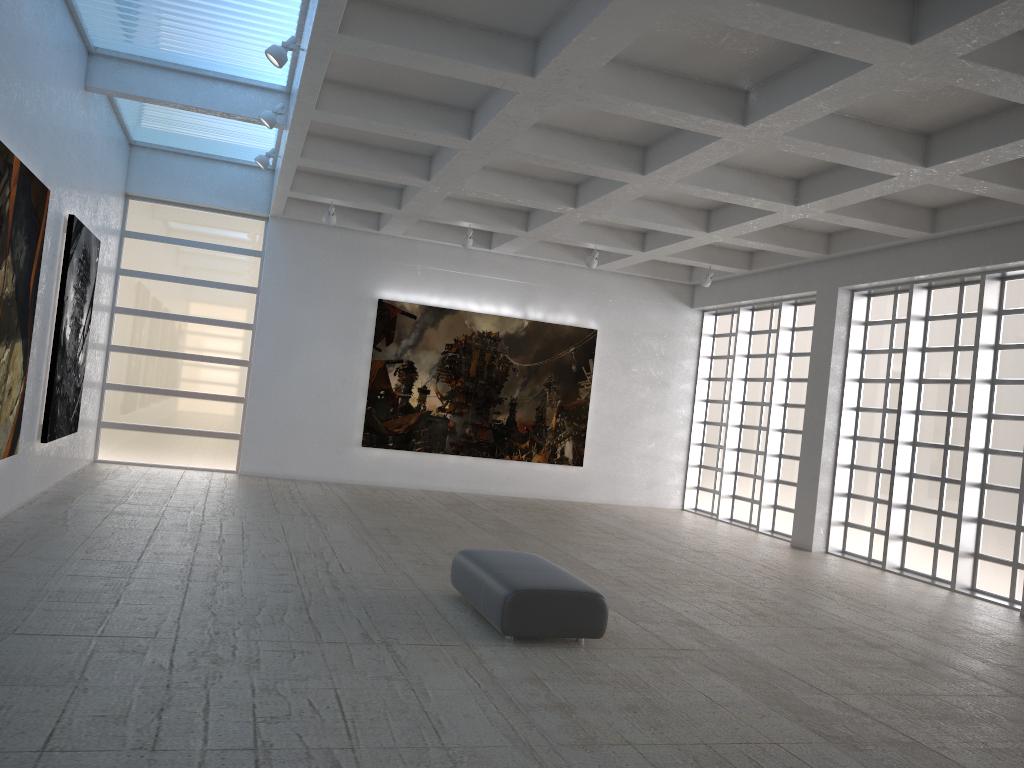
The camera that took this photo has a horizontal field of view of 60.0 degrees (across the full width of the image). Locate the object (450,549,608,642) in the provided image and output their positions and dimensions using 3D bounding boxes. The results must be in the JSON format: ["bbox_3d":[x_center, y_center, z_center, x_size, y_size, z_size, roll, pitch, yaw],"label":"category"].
[{"bbox_3d":[0.165,3.211,13.708,1.616,0.828,3.044,7,-1,-17],"label":"object"}]
